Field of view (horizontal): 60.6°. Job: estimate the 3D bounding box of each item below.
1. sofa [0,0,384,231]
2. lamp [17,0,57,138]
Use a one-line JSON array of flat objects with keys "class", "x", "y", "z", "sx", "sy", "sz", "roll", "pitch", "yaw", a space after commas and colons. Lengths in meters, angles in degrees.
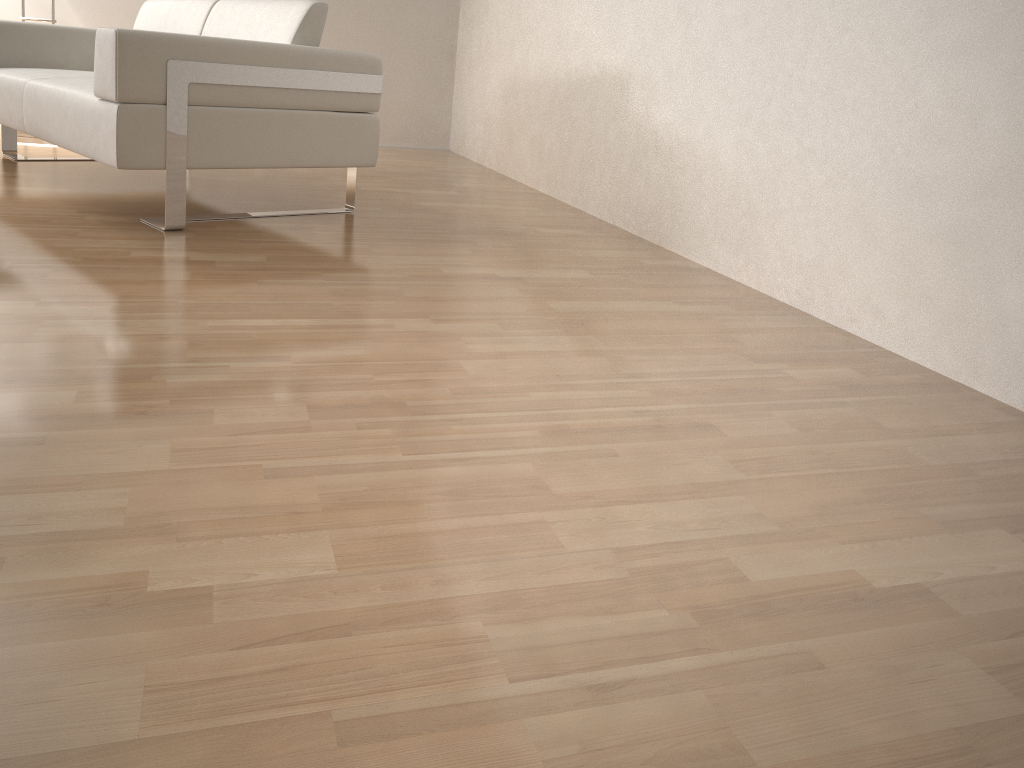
[{"class": "sofa", "x": -1.383, "y": -1.137, "z": 3.368, "sx": 0.917, "sy": 0.713, "sz": 1.831, "roll": -10, "pitch": 24, "yaw": -42}, {"class": "lamp", "x": -2.422, "y": -2.097, "z": 4.468, "sx": 0.365, "sy": 1.615, "sz": 0.215, "roll": 5, "pitch": 12, "yaw": 0}]
